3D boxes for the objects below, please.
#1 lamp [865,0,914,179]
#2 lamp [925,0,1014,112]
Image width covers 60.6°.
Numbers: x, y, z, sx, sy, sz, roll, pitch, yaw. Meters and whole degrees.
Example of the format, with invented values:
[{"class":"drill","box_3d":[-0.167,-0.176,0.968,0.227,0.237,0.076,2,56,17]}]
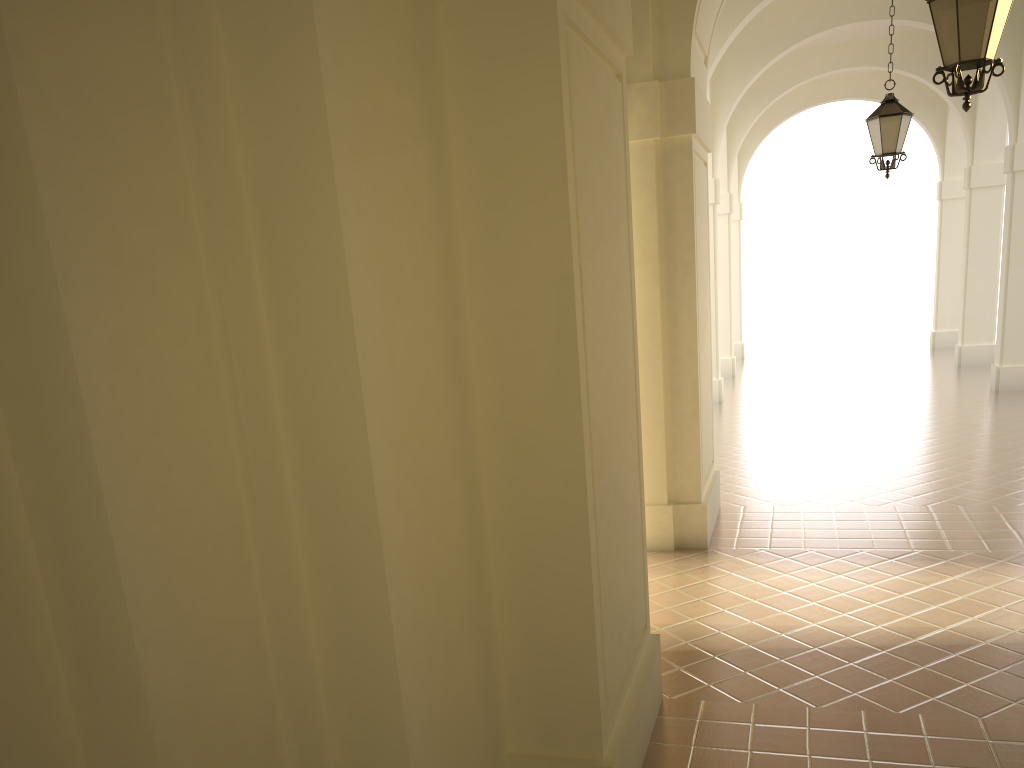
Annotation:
[{"class":"lamp","box_3d":[4.124,-3.980,9.502,0.510,3.441,0.425,0,15,18]},{"class":"lamp","box_3d":[2.628,-3.309,4.888,0.440,3.441,0.492,-8,15,-12]}]
